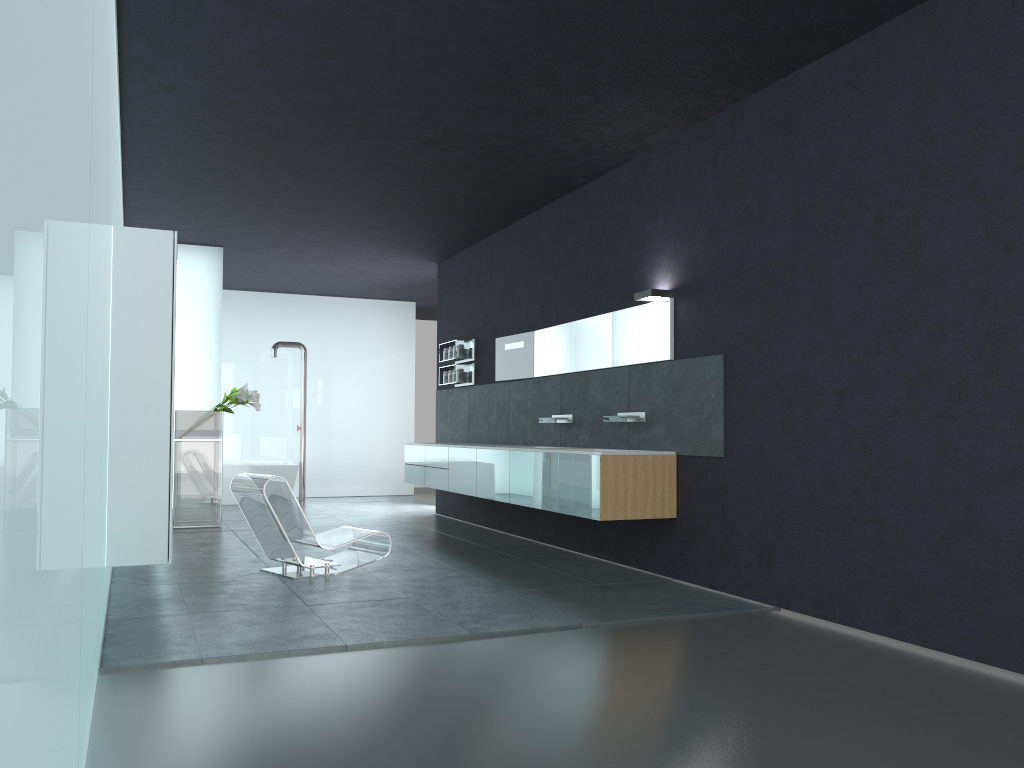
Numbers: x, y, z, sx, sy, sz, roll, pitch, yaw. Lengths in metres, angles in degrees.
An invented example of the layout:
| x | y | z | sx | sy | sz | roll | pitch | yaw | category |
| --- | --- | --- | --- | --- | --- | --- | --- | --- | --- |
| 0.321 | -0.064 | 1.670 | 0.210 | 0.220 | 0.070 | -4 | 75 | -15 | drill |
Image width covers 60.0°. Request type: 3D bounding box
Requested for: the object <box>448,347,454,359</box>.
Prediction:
| x | y | z | sx | sy | sz | roll | pitch | yaw | category |
| --- | --- | --- | --- | --- | --- | --- | --- | --- | --- |
| -0.836 | -0.422 | 12.292 | 0.096 | 0.184 | 0.068 | 1 | -2 | -14 | object |

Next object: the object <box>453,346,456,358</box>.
| x | y | z | sx | sy | sz | roll | pitch | yaw | category |
| --- | --- | --- | --- | --- | --- | --- | --- | --- | --- |
| -0.761 | -0.431 | 12.119 | 0.096 | 0.184 | 0.068 | 1 | -2 | -25 | object |

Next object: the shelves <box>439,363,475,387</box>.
| x | y | z | sx | sy | sz | roll | pitch | yaw | category |
| --- | --- | --- | --- | --- | --- | --- | --- | --- | --- |
| -0.766 | -0.119 | 12.241 | 0.265 | 0.285 | 0.770 | 1 | -3 | -23 | shelves |

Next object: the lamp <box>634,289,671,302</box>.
| x | y | z | sx | sy | sz | roll | pitch | yaw | category |
| --- | --- | --- | --- | --- | --- | --- | --- | --- | --- |
| 1.221 | -0.772 | 7.716 | 0.198 | 0.066 | 0.277 | 2 | -3 | -23 | lamp |

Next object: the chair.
| x | y | z | sx | sy | sz | roll | pitch | yaw | category |
| --- | --- | --- | --- | --- | --- | --- | --- | --- | --- |
| -1.769 | 1.222 | 7.877 | 1.262 | 0.870 | 0.629 | 3 | -3 | -42 | chair |

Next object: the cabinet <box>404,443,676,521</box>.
| x | y | z | sx | sy | sz | roll | pitch | yaw | category |
| --- | --- | --- | --- | --- | --- | --- | --- | --- | --- |
| -0.053 | 0.971 | 9.895 | 0.734 | 0.556 | 5.586 | 1 | -3 | -23 | cabinet |

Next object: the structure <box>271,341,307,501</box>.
| x | y | z | sx | sy | sz | roll | pitch | yaw | category |
| --- | --- | --- | --- | --- | --- | --- | --- | --- | --- |
| -3.942 | 0.686 | 15.622 | 0.643 | 2.870 | 0.123 | 1 | -2 | -24 | structure |

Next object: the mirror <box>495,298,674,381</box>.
| x | y | z | sx | sy | sz | roll | pitch | yaw | category |
| --- | --- | --- | --- | --- | --- | --- | --- | --- | --- |
| 0.621 | -0.384 | 9.270 | 0.109 | 0.532 | 3.724 | 1 | -3 | -25 | mirror |

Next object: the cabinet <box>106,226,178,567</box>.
| x | y | z | sx | sy | sz | roll | pitch | yaw | category |
| --- | --- | --- | --- | --- | --- | --- | --- | --- | --- |
| -3.612 | 0.220 | 8.578 | 0.398 | 2.214 | 6.008 | 1 | -3 | -23 | cabinet |

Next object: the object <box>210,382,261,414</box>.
| x | y | z | sx | sy | sz | roll | pitch | yaw | category |
| --- | --- | --- | --- | --- | --- | --- | --- | --- | --- |
| -3.793 | 0.331 | 11.570 | 1.024 | 0.779 | 0.975 | 2 | -3 | -31 | object |

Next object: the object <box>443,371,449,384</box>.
| x | y | z | sx | sy | sz | roll | pitch | yaw | category |
| --- | --- | --- | --- | --- | --- | --- | --- | --- | --- |
| -0.922 | -0.085 | 12.478 | 0.096 | 0.184 | 0.068 | 2 | -2 | -32 | object |

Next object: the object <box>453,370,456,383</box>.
| x | y | z | sx | sy | sz | roll | pitch | yaw | category |
| --- | --- | --- | --- | --- | --- | --- | --- | --- | --- |
| -0.763 | -0.104 | 12.108 | 0.096 | 0.184 | 0.068 | 1 | -2 | -25 | object |

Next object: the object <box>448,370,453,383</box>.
| x | y | z | sx | sy | sz | roll | pitch | yaw | category |
| --- | --- | --- | --- | --- | --- | --- | --- | --- | --- |
| -0.837 | -0.095 | 12.281 | 0.096 | 0.184 | 0.068 | 1 | -2 | -14 | object |

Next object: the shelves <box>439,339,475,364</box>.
| x | y | z | sx | sy | sz | roll | pitch | yaw | category |
| --- | --- | --- | --- | --- | --- | --- | --- | --- | --- |
| -0.764 | -0.447 | 12.251 | 0.265 | 0.285 | 0.770 | 1 | -3 | -23 | shelves |

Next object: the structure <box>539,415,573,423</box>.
| x | y | z | sx | sy | sz | roll | pitch | yaw | category |
| --- | --- | --- | --- | --- | --- | --- | --- | --- | --- |
| 0.454 | 0.370 | 9.415 | 0.186 | 0.088 | 0.482 | 2 | -3 | -23 | structure |

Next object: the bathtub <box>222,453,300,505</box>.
| x | y | z | sx | sy | sz | roll | pitch | yaw | category |
| --- | --- | --- | --- | --- | --- | --- | --- | --- | --- |
| -4.738 | 1.615 | 15.255 | 1.978 | 0.858 | 0.961 | 2 | -3 | -23 | bathtub |

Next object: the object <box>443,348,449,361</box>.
| x | y | z | sx | sy | sz | roll | pitch | yaw | category |
| --- | --- | --- | --- | --- | --- | --- | --- | --- | --- |
| -0.920 | -0.412 | 12.489 | 0.096 | 0.184 | 0.068 | 2 | -2 | -32 | object |

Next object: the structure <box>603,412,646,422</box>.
| x | y | z | sx | sy | sz | roll | pitch | yaw | category |
| --- | --- | --- | --- | --- | --- | --- | --- | --- | --- |
| 1.015 | 0.303 | 8.112 | 0.186 | 0.088 | 0.482 | 2 | -3 | -23 | structure |

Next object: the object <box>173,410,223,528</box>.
| x | y | z | sx | sy | sz | roll | pitch | yaw | category |
| --- | --- | --- | --- | --- | --- | --- | --- | --- | --- |
| -4.111 | 1.099 | 11.575 | 0.585 | 1.490 | 0.575 | 1 | -2 | -23 | object |
